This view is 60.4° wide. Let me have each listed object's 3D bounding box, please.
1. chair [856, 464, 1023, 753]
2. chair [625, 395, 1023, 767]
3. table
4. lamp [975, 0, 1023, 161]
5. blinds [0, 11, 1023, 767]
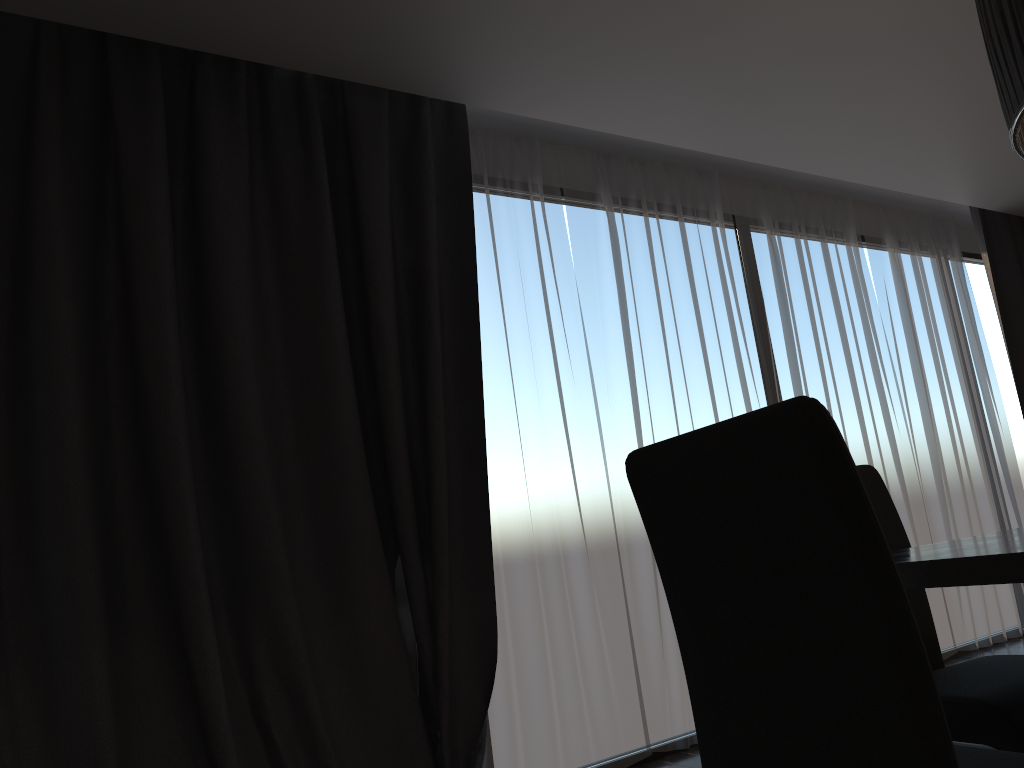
[{"bbox_3d":[0.938,0.615,1.859,0.448,0.963,0.545,-1,-13,-28],"label":"chair"},{"bbox_3d":[0.532,0.511,1.072,0.599,0.963,0.408,-1,-13,-29],"label":"chair"},{"bbox_3d":[1.311,0.511,1.128,1.091,0.759,1.528,-2,-13,-28],"label":"table"},{"bbox_3d":[1.106,-1.027,1.423,0.816,1.101,0.793,-7,-12,-5],"label":"lamp"},{"bbox_3d":[1.424,0.072,4.311,7.896,2.891,0.710,0,-14,-36],"label":"blinds"}]
